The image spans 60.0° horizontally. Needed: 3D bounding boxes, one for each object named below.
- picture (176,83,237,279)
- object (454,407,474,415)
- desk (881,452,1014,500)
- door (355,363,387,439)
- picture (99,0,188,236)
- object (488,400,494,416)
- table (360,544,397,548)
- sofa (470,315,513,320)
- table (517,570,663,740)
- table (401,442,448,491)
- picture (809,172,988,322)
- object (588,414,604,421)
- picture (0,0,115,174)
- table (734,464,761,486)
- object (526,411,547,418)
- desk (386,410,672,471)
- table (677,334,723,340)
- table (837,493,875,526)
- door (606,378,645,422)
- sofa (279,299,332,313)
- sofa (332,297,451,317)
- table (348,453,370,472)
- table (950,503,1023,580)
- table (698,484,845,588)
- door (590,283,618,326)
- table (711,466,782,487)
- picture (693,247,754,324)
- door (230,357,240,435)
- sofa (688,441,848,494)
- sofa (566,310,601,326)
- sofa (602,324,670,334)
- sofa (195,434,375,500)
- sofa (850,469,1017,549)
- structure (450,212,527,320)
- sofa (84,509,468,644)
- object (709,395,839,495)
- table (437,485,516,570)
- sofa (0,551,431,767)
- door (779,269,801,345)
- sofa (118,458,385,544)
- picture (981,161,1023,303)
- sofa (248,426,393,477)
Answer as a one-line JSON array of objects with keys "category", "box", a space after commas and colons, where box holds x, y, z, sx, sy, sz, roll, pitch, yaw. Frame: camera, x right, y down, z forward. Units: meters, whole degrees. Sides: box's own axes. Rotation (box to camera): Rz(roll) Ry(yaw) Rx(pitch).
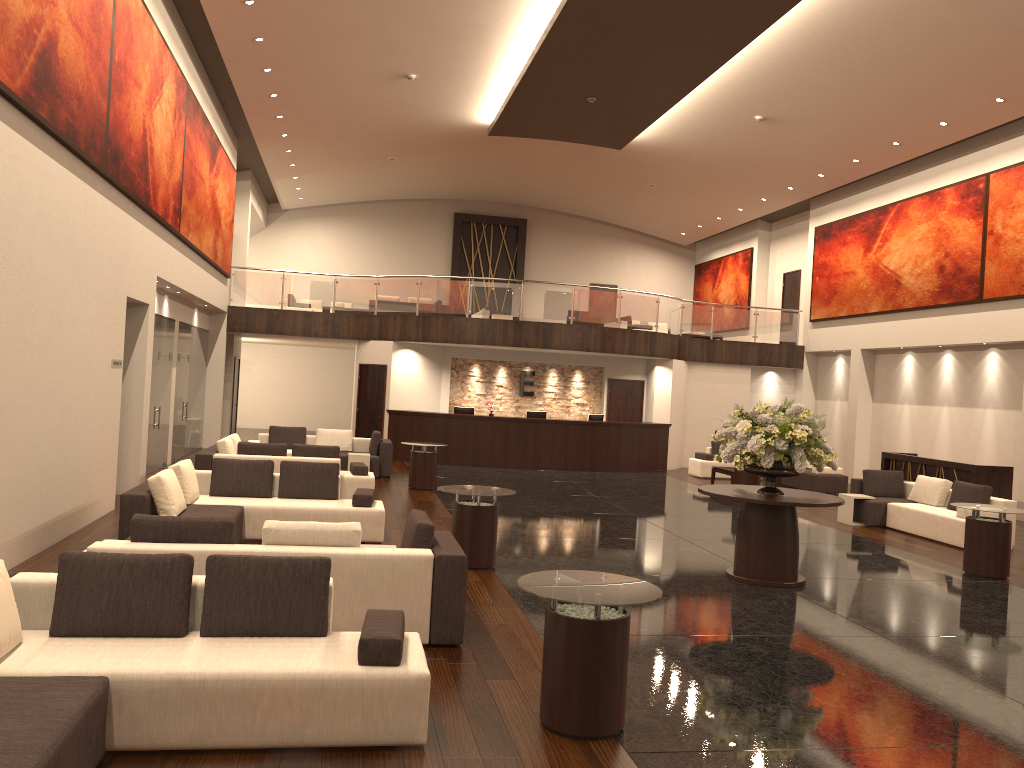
[{"category": "picture", "box": [-5.992, -3.711, 17.674, 0.070, 2.526, 6.485, 3, 0, -11]}, {"category": "object", "box": [-1.152, 0.796, 21.174, 0.483, 0.485, 0.189, 3, 0, 4]}, {"category": "desk", "box": [7.662, 1.856, 15.840, 0.700, 1.043, 2.606, 3, 0, -11]}, {"category": "door", "box": [-3.412, 0.632, 21.435, 0.990, 2.232, 0.104, 3, 0, 40]}, {"category": "picture", "box": [-4.986, -3.657, 12.254, 0.070, 2.526, 4.515, 3, 0, -11]}, {"category": "object", "box": [-0.487, 0.554, 20.754, 0.163, 0.390, 0.165, 3, 0, -3]}, {"category": "table", "box": [-1.194, 1.637, 7.563, 0.400, 0.460, 0.400, 3, 0, -11]}, {"category": "sofa", "box": [-0.491, -1.936, 27.671, 1.291, 0.862, 2.846, 3, 0, -10]}, {"category": "table", "box": [0.422, 1.558, 5.097, 0.844, 0.795, 0.833, 3, 0, 40]}, {"category": "table", "box": [-1.561, 1.452, 15.626, 0.833, 0.795, 0.844, 3, 0, 29]}, {"category": "picture", "box": [8.599, -2.874, 20.389, 0.070, 2.526, 6.485, 3, 0, -11]}, {"category": "object", "box": [2.044, 0.980, 21.675, 0.483, 0.485, 0.189, 3, 0, -36]}, {"category": "picture", "box": [-4.162, -3.613, 7.812, 0.070, 2.526, 4.515, 3, 0, -11]}, {"category": "table", "box": [4.443, 1.796, 16.743, 0.833, 0.795, 0.844, 3, 0, 29]}, {"category": "object", "box": [0.575, 0.895, 21.220, 0.483, 0.485, 0.189, 3, 0, -11]}, {"category": "desk", "box": [0.535, 1.388, 21.403, 7.146, 1.171, 1.674, 3, 0, -9]}, {"category": "table", "box": [5.809, -1.335, 27.585, 1.100, 0.380, 1.100, 3, 0, -11]}, {"category": "table", "box": [5.559, 2.029, 14.329, 0.400, 0.460, 0.400, 3, 0, -11]}, {"category": "door", "box": [2.917, 0.993, 23.107, 0.990, 2.232, 0.104, 3, 0, -11]}, {"category": "sofa", "box": [-5.473, -2.221, 27.635, 3.366, 0.862, 2.586, 3, 0, -11]}, {"category": "sofa", "box": [-3.627, -2.117, 26.453, 3.366, 0.862, 2.586, 3, 0, -11]}, {"category": "table", "box": [-2.884, 1.547, 16.670, 0.400, 0.460, 0.400, 3, 0, -11]}, {"category": "table", "box": [5.609, 1.858, 10.459, 0.844, 0.795, 0.833, 3, 0, 40]}, {"category": "table", "box": [2.742, 1.631, 9.517, 1.498, 0.921, 1.498, 3, 0, -20]}, {"category": "door", "box": [3.186, -2.409, 31.295, 0.990, 2.232, 0.104, 3, 0, -11]}, {"category": "table", "box": [5.042, 2.042, 19.150, 1.100, 0.380, 1.100, 3, 0, -11]}, {"category": "picture", "box": [6.914, -2.964, 29.470, 0.070, 2.526, 4.515, 3, 0, -11]}, {"category": "door", "box": [-7.340, 0.409, 23.450, 0.104, 2.232, 0.990, 3, 0, -11]}, {"category": "sofa", "box": [5.767, 1.842, 20.125, 2.586, 0.862, 3.366, 3, 0, -11]}, {"category": "sofa", "box": [1.813, -1.804, 27.974, 1.291, 0.862, 2.846, 3, 0, -10]}, {"category": "sofa", "box": [4.844, -1.630, 28.512, 3.366, 0.862, 2.586, 3, 0, -11]}, {"category": "sofa", "box": [-3.588, 1.303, 14.552, 2.586, 0.862, 3.366, 3, 0, -11]}, {"category": "sofa", "box": [6.359, 1.871, 13.679, 1.291, 0.862, 2.846, 3, 0, -11]}, {"category": "structure", "box": [-0.850, -3.646, 30.442, 2.524, 4.236, 0.187, 3, 0, -11]}, {"category": "sofa", "box": [-1.832, 1.398, 6.774, 2.846, 0.862, 1.291, 3, 0, -11]}, {"category": "object", "box": [2.773, 0.623, 9.514, 1.402, 1.097, 1.453, 3, 0, 35]}, {"category": "table", "box": [-0.395, 1.514, 9.341, 0.844, 0.795, 0.833, 3, 0, 40]}, {"category": "sofa", "box": [-1.559, 1.411, 3.717, 2.586, 0.862, 3.366, 3, 0, -11]}, {"category": "door", "box": [8.031, -2.136, 25.578, 0.104, 2.232, 0.990, 3, 0, -11]}, {"category": "sofa", "box": [-2.594, 1.356, 9.295, 2.586, 0.862, 3.366, 3, 0, -11]}, {"category": "picture", "box": [9.605, -2.820, 14.970, 0.070, 2.526, 4.515, 3, 0, -11]}, {"category": "sofa", "box": [-3.762, 1.295, 17.174, 2.846, 0.862, 1.291, 3, 0, -10]}]
